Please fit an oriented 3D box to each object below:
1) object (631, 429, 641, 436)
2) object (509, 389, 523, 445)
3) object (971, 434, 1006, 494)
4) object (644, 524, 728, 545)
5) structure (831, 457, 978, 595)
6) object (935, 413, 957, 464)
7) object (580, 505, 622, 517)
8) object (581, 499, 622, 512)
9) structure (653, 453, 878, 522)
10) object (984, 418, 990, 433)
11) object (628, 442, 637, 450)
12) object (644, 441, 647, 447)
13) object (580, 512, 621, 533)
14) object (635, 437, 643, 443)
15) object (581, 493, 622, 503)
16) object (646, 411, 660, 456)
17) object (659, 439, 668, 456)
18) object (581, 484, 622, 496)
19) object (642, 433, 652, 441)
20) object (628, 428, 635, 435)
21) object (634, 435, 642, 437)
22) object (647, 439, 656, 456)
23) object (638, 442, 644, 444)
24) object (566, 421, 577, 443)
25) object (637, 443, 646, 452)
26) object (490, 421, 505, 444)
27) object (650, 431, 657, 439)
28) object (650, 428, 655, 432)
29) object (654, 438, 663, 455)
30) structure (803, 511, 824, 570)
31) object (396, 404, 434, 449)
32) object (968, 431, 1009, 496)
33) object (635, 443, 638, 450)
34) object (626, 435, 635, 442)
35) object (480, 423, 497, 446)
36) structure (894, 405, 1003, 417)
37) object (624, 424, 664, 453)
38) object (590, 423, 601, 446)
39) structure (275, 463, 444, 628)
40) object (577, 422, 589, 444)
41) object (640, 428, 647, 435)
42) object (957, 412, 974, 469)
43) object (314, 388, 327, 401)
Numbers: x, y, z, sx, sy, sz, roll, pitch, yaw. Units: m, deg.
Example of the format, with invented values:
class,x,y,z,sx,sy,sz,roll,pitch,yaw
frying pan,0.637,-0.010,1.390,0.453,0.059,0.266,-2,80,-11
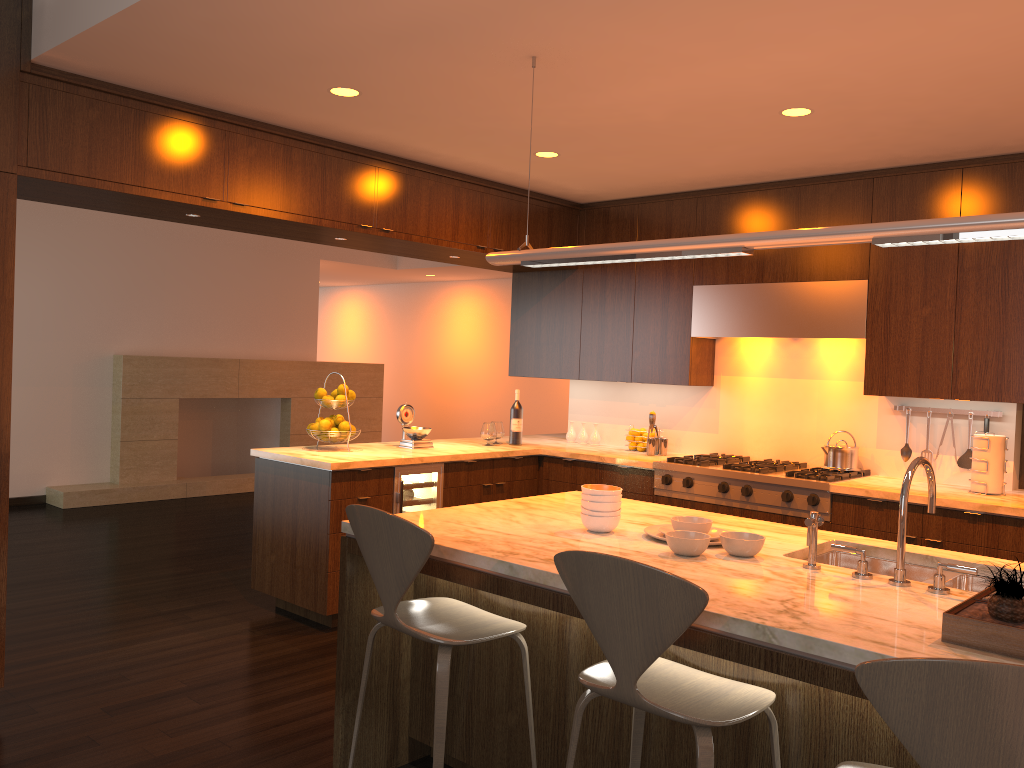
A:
class,x,y,z,sx,sy,sz,roll,pitch,yaw
object,0.826,0.323,5.900,0.063,0.051,0.053,3,2,33
object,0.031,0.226,6.030,0.095,0.378,0.094,2,1,-22
object,2.368,0.396,4.409,0.144,0.286,0.149,3,1,24
object,0.590,0.501,2.923,0.310,0.021,0.309,4,2,42
structure,1.091,0.373,2.398,0.321,0.341,0.310,2,1,-10
object,2.328,0.288,4.743,0.114,0.271,0.008,4,2,42
object,0.300,0.444,3.000,0.140,0.068,0.139,3,2,25
object,0.301,0.422,2.999,0.140,0.062,0.139,4,2,42
structure,1.490,0.479,5.175,1.067,0.422,0.824,4,2,42
object,2.465,0.318,4.617,0.063,0.281,0.063,3,1,20
object,0.806,0.412,5.916,0.060,0.057,0.052,2,1,-13
object,0.896,0.396,5.843,0.061,0.054,0.052,1,2,-37
object,0.299,0.468,3.001,0.140,0.059,0.139,3,2,34
object,0.844,0.369,5.894,0.062,0.053,0.052,1,2,-43
object,0.301,0.400,2.999,0.140,0.064,0.139,3,1,17
object,0.889,0.313,5.679,0.101,0.288,0.088,2,1,-18
object,0.972,0.407,5.699,0.060,0.106,0.060,2,1,-15
object,0.302,0.379,2.999,0.139,0.062,0.140,1,2,-39
object,0.892,0.349,5.868,0.061,0.052,0.053,2,1,-1
object,0.810,0.325,5.950,0.052,0.060,0.057,2,2,-26
object,0.846,0.364,5.950,0.064,0.053,0.051,2,1,-12
object,0.890,0.404,5.668,0.060,0.106,0.060,2,1,-15
object,0.868,0.414,5.928,0.057,0.060,0.052,2,1,-9
object,0.430,0.345,6.397,0.079,0.154,0.079,3,2,25
object,0.859,0.421,5.886,0.064,0.063,0.074,2,1,6
object,-0.106,0.333,6.061,0.112,0.151,0.112,1,2,-29
object,0.939,0.339,5.902,0.051,0.053,0.063,2,1,-2
object,0.944,0.324,5.969,0.050,0.060,0.059,2,1,-15
object,0.949,0.404,5.771,0.060,0.106,0.060,2,1,-15
structure,0.866,0.450,2.557,0.050,0.161,0.067,4,2,42
object,-0.613,0.267,5.604,0.191,0.266,0.231,1,2,-45
object,2.367,0.393,4.419,0.168,0.304,0.160,2,1,-4
object,0.826,0.418,5.970,0.061,0.053,0.053,3,2,28
object,0.792,0.364,5.928,0.063,0.051,0.053,4,2,44
object,-0.155,0.335,5.915,0.112,0.151,0.112,1,2,-29
structure,2.328,0.145,4.755,0.048,0.031,0.541,1,2,-44
object,0.885,0.364,5.936,0.207,0.175,0.189,3,2,40
object,0.588,0.355,6.247,0.079,0.154,0.079,3,2,25
structure,0.923,0.955,5.142,3.400,0.862,3.060,4,2,42
object,0.508,0.350,6.323,0.079,0.154,0.079,3,2,25
object,0.876,0.321,5.932,0.051,0.053,0.063,2,1,-13
object,2.420,0.301,4.681,0.112,0.303,0.036,4,2,42
object,-1.136,0.062,5.264,0.075,0.079,0.077,1,2,-38
